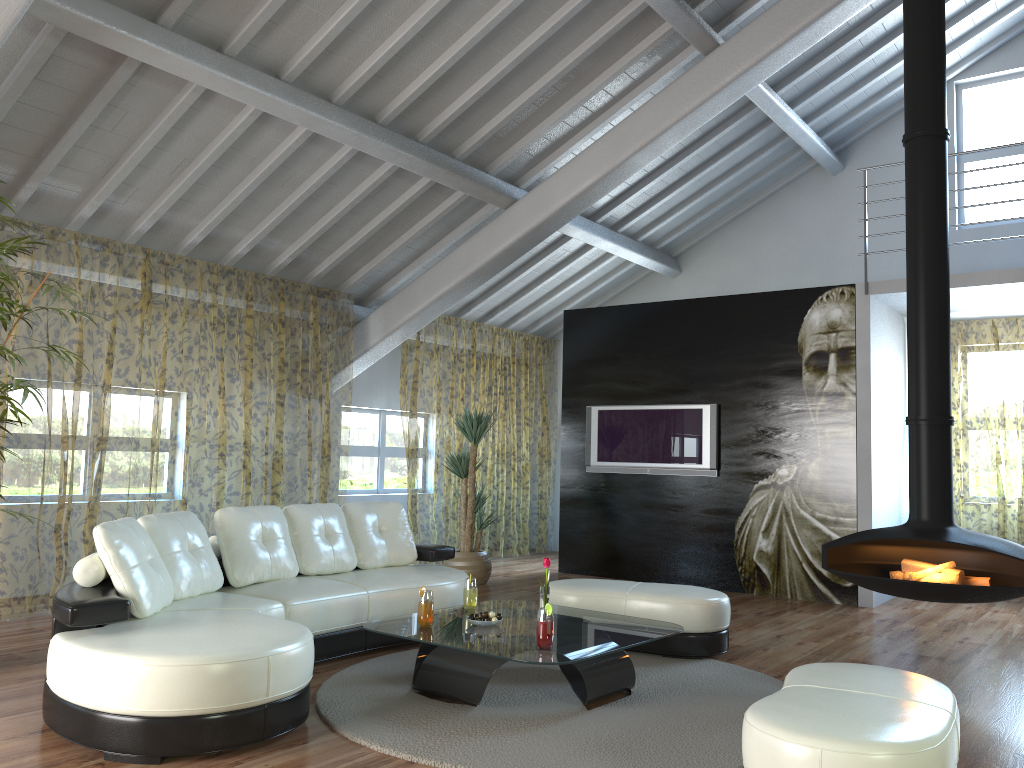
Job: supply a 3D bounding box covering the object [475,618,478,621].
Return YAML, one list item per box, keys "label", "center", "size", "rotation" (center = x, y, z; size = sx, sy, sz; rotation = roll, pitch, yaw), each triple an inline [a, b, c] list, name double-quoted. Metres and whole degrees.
- label: "object"
  center: [-0.165, 1.133, 4.236]
  size: [0.031, 0.030, 0.032]
  rotation: [2, -5, -1]

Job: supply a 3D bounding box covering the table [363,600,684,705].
- label: "table"
  center: [0.062, 1.302, 4.240]
  size: [1.201, 0.290, 1.201]
  rotation: [-2, -6, 39]

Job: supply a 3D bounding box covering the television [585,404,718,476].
- label: "television"
  center: [1.270, 0.515, 8.222]
  size: [1.336, 0.639, 0.044]
  rotation: [-2, -6, 36]

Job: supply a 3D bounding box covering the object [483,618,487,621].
- label: "object"
  center: [-0.133, 1.133, 4.231]
  size: [0.032, 0.030, 0.031]
  rotation: [-2, -6, 34]

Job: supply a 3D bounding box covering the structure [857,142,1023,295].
- label: "structure"
  center: [0.921, -1.702, 2.468]
  size: [2.536, 1.055, 10.133]
  rotation: [-2, -6, 36]

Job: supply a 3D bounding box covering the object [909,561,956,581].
- label: "object"
  center: [2.320, 1.033, 4.890]
  size: [0.268, 0.117, 0.040]
  rotation: [2, -5, -7]

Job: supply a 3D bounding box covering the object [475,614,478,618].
- label: "object"
  center: [-0.171, 1.129, 4.299]
  size: [0.031, 0.030, 0.032]
  rotation: [3, -5, -20]

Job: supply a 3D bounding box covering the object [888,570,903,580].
- label: "object"
  center: [2.314, 1.102, 5.066]
  size: [0.302, 0.127, 0.089]
  rotation: [0, -5, 12]

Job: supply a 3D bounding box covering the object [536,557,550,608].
- label: "object"
  center: [0.151, 1.001, 4.286]
  size: [0.069, 0.323, 0.060]
  rotation: [0, -5, 12]

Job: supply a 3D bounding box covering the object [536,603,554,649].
- label: "object"
  center: [0.140, 1.022, 3.757]
  size: [0.075, 0.192, 0.081]
  rotation: [0, -5, 11]

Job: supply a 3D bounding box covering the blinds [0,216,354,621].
- label: "blinds"
  center: [-2.499, 0.312, 6.594]
  size: [0.306, 2.546, 3.505]
  rotation: [-2, -6, 36]

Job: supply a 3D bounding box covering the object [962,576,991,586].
- label: "object"
  center: [2.494, 1.104, 4.909]
  size: [0.274, 0.082, 0.066]
  rotation: [-2, -6, 36]

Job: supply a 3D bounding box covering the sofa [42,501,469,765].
- label: "sofa"
  center: [-1.211, 1.066, 4.664]
  size: [1.359, 0.805, 3.047]
  rotation: [0, -5, 15]

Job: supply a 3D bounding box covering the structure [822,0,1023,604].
- label: "structure"
  center: [2.389, -1.540, 5.124]
  size: [1.176, 5.494, 0.851]
  rotation: [-2, -6, 34]

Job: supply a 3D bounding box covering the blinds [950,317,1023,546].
- label: "blinds"
  center: [4.770, 0.568, 7.322]
  size: [2.780, 2.324, 0.306]
  rotation: [-2, -6, 36]

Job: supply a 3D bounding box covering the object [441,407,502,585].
- label: "object"
  center: [-0.387, 0.985, 7.900]
  size: [0.564, 1.586, 0.588]
  rotation: [3, -5, -21]

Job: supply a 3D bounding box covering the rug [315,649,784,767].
- label: "rug"
  center: [0.253, 1.457, 4.185]
  size: [2.307, 0.020, 2.313]
  rotation: [1, -5, 7]

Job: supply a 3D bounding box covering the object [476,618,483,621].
- label: "object"
  center: [-0.153, 1.126, 4.206]
  size: [0.032, 0.031, 0.031]
  rotation: [0, -5, 13]

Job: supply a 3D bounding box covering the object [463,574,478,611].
- label: "object"
  center: [-0.219, 1.087, 4.639]
  size: [0.075, 0.192, 0.081]
  rotation: [-3, -6, 41]

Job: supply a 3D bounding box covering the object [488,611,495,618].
- label: "object"
  center: [-0.097, 1.110, 4.262]
  size: [0.032, 0.032, 0.029]
  rotation: [1, -5, 0]

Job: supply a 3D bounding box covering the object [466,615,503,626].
- label: "object"
  center: [-0.131, 1.138, 4.256]
  size: [0.178, 0.031, 0.178]
  rotation: [-1, -5, 29]

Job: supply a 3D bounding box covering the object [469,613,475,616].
- label: "object"
  center: [-0.192, 1.123, 4.276]
  size: [0.032, 0.031, 0.030]
  rotation: [-3, -7, 44]

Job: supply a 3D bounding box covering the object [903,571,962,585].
- label: "object"
  center: [2.313, 1.085, 4.886]
  size: [0.285, 0.103, 0.095]
  rotation: [-2, -6, 36]

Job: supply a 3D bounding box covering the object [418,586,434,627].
- label: "object"
  center: [-0.406, 1.043, 4.163]
  size: [0.081, 0.192, 0.075]
  rotation: [3, -5, -19]

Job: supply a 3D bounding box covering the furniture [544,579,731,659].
- label: "furniture"
  center: [0.730, 1.390, 5.312]
  size: [1.134, 0.367, 0.596]
  rotation: [0, -5, 19]

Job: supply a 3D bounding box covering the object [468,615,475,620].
- label: "object"
  center: [-0.191, 1.121, 4.245]
  size: [0.032, 0.031, 0.031]
  rotation: [4, -5, -25]

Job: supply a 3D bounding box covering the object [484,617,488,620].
- label: "object"
  center: [-0.131, 1.136, 4.263]
  size: [0.032, 0.030, 0.031]
  rotation: [3, -5, -18]

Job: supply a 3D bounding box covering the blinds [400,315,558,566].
- label: "blinds"
  center: [-0.300, 0.624, 9.638]
  size: [0.306, 2.546, 2.780]
  rotation: [-2, -6, 36]

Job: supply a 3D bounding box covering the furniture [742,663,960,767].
- label: "furniture"
  center: [1.142, 1.199, 2.923]
  size: [0.596, 0.367, 1.134]
  rotation: [-1, -6, 30]

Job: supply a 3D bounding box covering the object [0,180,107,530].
- label: "object"
  center: [-2.727, 0.147, 4.269]
  size: [1.399, 2.473, 1.177]
  rotation: [4, -6, -29]

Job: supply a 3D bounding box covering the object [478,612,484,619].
- label: "object"
  center: [-0.148, 1.105, 4.228]
  size: [0.030, 0.034, 0.030]
  rotation: [0, -5, 17]

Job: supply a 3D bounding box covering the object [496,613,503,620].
- label: "object"
  center: [-0.060, 1.114, 4.246]
  size: [0.030, 0.033, 0.030]
  rotation: [0, -5, 16]

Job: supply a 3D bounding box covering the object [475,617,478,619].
- label: "object"
  center: [-0.164, 1.136, 4.268]
  size: [0.032, 0.029, 0.032]
  rotation: [2, -5, -2]

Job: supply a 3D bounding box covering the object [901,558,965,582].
- label: "object"
  center: [2.354, 1.056, 4.966]
  size: [0.109, 0.129, 0.317]
  rotation: [6, -7, -44]

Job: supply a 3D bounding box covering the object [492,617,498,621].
- label: "object"
  center: [-0.082, 1.127, 4.228]
  size: [0.030, 0.032, 0.032]
  rotation: [-2, -6, 39]

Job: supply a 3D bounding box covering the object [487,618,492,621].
- label: "object"
  center: [-0.105, 1.136, 4.246]
  size: [0.032, 0.030, 0.032]
  rotation: [2, -5, -5]

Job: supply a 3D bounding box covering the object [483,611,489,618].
- label: "object"
  center: [-0.124, 1.114, 4.285]
  size: [0.030, 0.031, 0.031]
  rotation: [-2, -6, 39]
